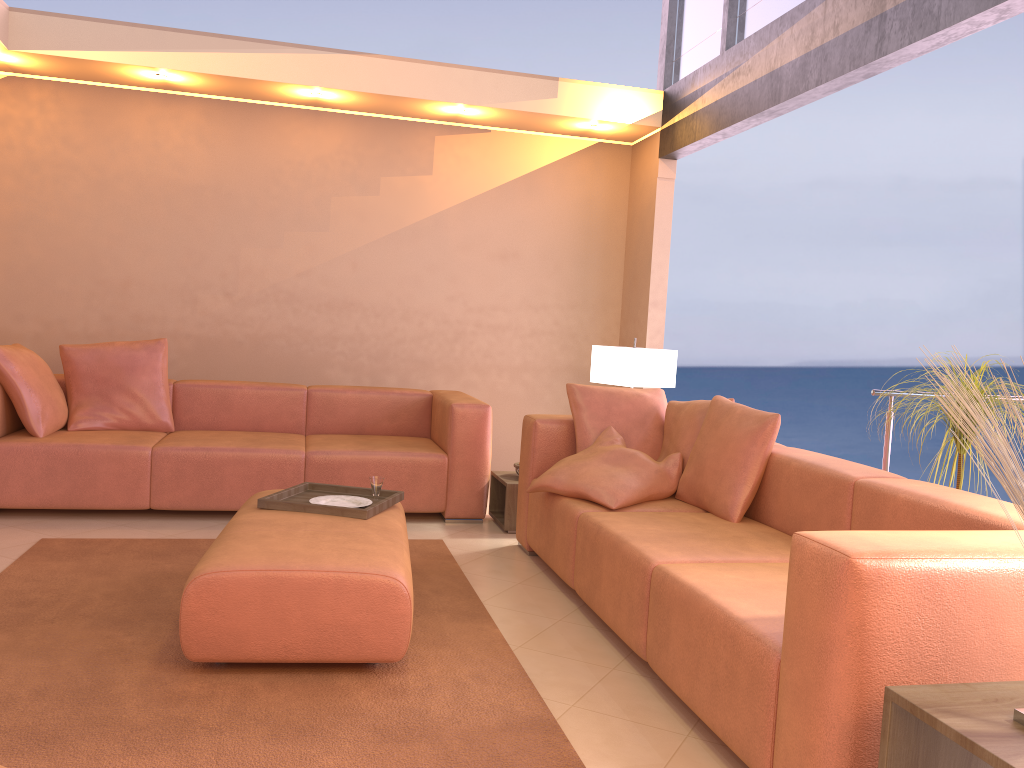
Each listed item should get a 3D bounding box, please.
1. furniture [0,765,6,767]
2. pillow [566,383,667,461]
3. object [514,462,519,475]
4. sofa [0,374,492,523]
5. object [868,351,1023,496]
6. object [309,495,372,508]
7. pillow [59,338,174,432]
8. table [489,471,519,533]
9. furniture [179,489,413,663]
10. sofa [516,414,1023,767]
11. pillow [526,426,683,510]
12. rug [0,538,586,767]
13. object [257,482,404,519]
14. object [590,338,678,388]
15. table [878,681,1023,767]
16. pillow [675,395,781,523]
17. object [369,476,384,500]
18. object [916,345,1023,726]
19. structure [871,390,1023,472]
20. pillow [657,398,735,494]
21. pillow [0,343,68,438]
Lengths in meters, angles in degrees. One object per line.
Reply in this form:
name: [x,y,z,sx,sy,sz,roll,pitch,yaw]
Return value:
furniture: [-1.217,0.825,1.508,0.659,0.226,0.699,4,4,16]
pillow: [0.534,0.242,4.203,0.519,0.455,0.314,2,4,-17]
object: [0.125,0.481,4.881,0.235,0.071,0.235,2,4,-21]
sofa: [-1.553,0.342,5.000,2.781,0.672,0.943,3,3,-13]
object: [1.788,0.415,3.557,0.729,1.088,0.703,0,5,-45]
object: [-0.661,0.462,3.426,0.240,0.018,0.240,6,4,40]
pillow: [-2.210,-0.003,4.967,0.582,0.528,0.302,1,4,-30]
table: [0.366,0.661,4.955,0.918,0.268,0.412,3,3,-13]
furniture: [-0.720,0.632,3.232,0.685,0.301,1.291,3,3,-8]
sofa: [0.787,0.586,3.214,0.943,0.672,2.781,3,3,-13]
pillow: [0.411,0.350,3.829,0.514,0.292,0.517,0,5,-44]
rug: [-0.940,0.835,2.956,1.833,0.005,2.626,3,3,-13]
object: [-0.698,0.453,3.481,0.436,0.034,0.421,4,3,12]
object: [0.672,0.138,5.027,0.344,0.799,0.344,1,4,-35]
table: [0.930,0.799,1.470,0.415,0.436,0.469,3,3,-13]
pillow: [0.870,0.295,3.576,0.211,0.468,0.470,2,4,-18]
object: [-0.548,0.423,3.583,0.061,0.091,0.061,1,4,-29]
object: [1.045,0.270,1.457,0.700,0.634,0.703,6,4,33]
structure: [2.839,0.474,2.138,1.663,0.541,4.176,3,3,-13]
pillow: [0.785,0.265,3.957,0.255,0.446,0.492,1,4,-30]
pillow: [-2.543,0.034,4.698,0.335,0.486,0.554,2,4,-17]
